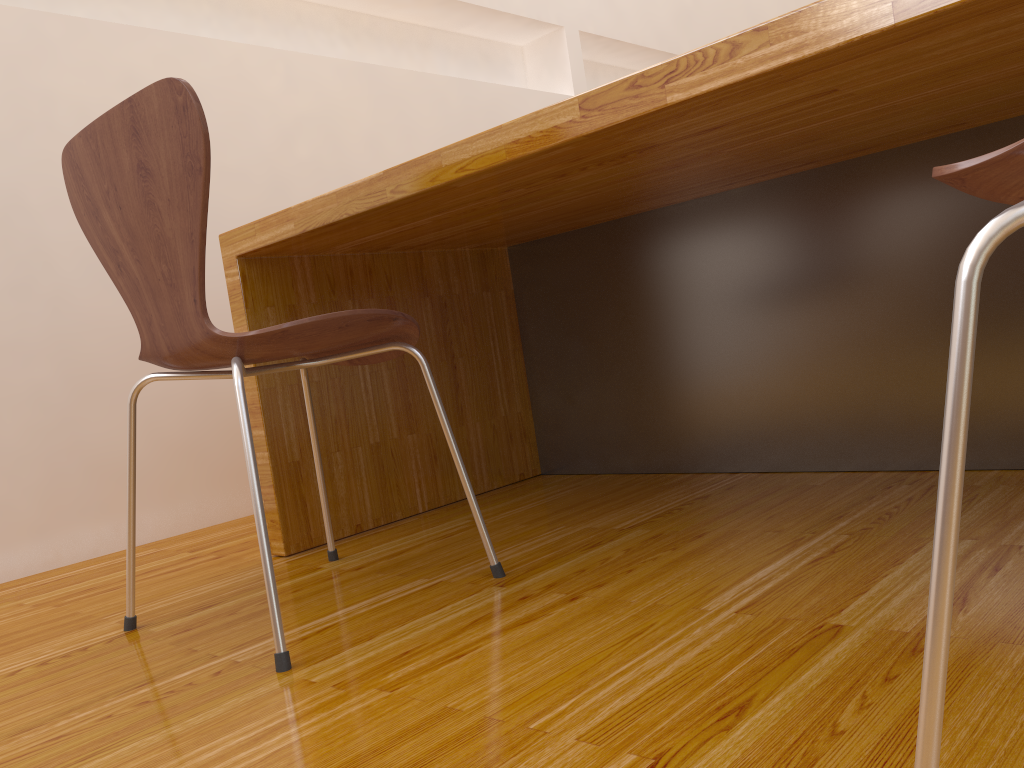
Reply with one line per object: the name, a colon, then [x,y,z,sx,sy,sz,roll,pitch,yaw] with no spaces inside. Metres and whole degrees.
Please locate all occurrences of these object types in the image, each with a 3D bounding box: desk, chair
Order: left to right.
chair: [-0.339,-0.022,1.266,0.428,0.693,0.381,-6,4,43]
chair: [0.444,-0.104,0.470,0.428,0.693,0.381,-6,4,43]
desk: [1.160,-0.114,1.138,3.243,0.785,1.527,-6,4,43]
